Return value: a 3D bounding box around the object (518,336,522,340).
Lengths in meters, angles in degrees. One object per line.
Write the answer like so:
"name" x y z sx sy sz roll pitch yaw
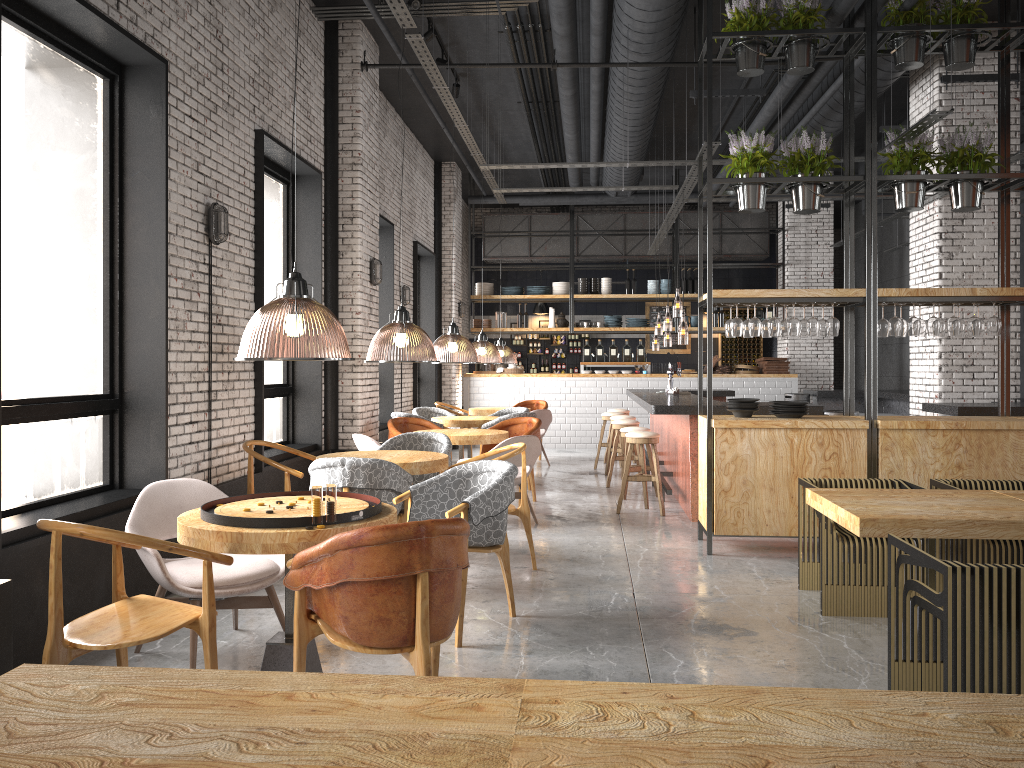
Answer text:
"object" 0.175 -1.018 19.464 0.071 0.083 0.071 0 1 30

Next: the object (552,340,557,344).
"object" 0.937 -0.919 19.413 0.089 0.108 0.107 0 1 -35

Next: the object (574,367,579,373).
"object" 1.405 -0.306 19.379 0.100 0.139 0.088 0 0 6

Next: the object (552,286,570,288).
"object" 0.912 -1.779 16.422 0.334 0.043 0.335 0 1 -11

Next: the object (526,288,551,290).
"object" 0.493 -1.738 16.459 0.454 0.037 0.454 -1 2 -41

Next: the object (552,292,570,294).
"object" 0.913 -1.666 16.423 0.335 0.046 0.334 0 1 -14

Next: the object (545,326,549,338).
"object" 0.764 -1.141 19.432 0.079 0.281 0.079 0 0 -16

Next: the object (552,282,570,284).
"object" 0.913 -1.856 16.423 0.335 0.039 0.335 0 1 -21

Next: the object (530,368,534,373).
"object" 0.436 -0.293 19.443 0.076 0.111 0.076 0 0 -20

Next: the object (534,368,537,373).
"object" 0.517 -0.293 19.437 0.076 0.111 0.076 0 0 10

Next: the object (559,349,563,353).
"object" 1.070 -0.723 19.414 0.090 0.101 0.111 0 1 -29

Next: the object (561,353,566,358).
"object" 1.128 -0.627 19.399 0.092 0.112 0.100 0 1 -9

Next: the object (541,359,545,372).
"object" 0.674 -0.401 19.438 0.079 0.281 0.079 0 0 14

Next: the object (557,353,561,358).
"object" 1.027 -0.622 19.418 0.090 0.101 0.111 0 1 -29

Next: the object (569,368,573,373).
"object" 1.291 -0.291 19.368 0.076 0.111 0.076 0 0 -30

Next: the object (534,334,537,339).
"object" 0.518 -1.057 19.435 0.079 0.156 0.079 0 0 -10

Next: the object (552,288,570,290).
"object" 0.912 -1.744 16.422 0.334 0.040 0.335 -1 2 -40

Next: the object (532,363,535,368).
"object" 0.476 -0.404 19.442 0.076 0.111 0.076 0 0 0

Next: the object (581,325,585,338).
"object" 1.552 -1.140 19.363 0.079 0.281 0.079 0 0 -21

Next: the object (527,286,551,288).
"object" 0.493 -1.785 16.459 0.454 0.039 0.454 1 1 25

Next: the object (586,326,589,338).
"object" 1.646 -1.140 19.355 0.079 0.281 0.079 0 0 -1

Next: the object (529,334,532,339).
"object" 0.410 -1.057 19.444 0.079 0.156 0.079 0 0 35

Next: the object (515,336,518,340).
"object" 0.093 -1.018 19.471 0.071 0.083 0.071 0 0 -5

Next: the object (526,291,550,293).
"object" 0.492 -1.691 16.459 0.454 0.042 0.454 -1 1 -35

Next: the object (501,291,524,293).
"object" 0.005 -1.692 16.502 0.454 0.044 0.454 0 1 0

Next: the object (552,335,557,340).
"object" 0.934 -1.022 19.412 0.092 0.112 0.100 0 1 -9

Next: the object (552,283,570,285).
"object" 0.912 -1.837 16.422 0.334 0.039 0.335 0 1 -20

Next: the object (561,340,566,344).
"object" 1.130 -0.918 19.396 0.092 0.108 0.105 0 1 16

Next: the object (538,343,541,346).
"object" 0.599 -0.862 19.427 0.071 0.083 0.071 0 0 -5

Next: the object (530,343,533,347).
"object" 0.420 -0.863 19.443 0.071 0.083 0.071 0 1 30

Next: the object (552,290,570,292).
"object" 0.912 -1.705 16.422 0.334 0.040 0.335 -1 1 -31

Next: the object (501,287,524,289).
"object" 0.005 -1.763 16.502 0.454 0.047 0.454 0 1 2

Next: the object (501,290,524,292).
"object" 0.007 -1.716 16.502 0.454 0.038 0.454 0 1 -18

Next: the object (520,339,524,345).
"object" 0.222 -0.921 19.462 0.076 0.111 0.076 0 0 0

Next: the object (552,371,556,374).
"object" 0.930 -0.248 19.412 0.092 0.112 0.100 0 1 -9

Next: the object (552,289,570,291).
"object" 0.912 -1.724 16.423 0.335 0.039 0.335 -1 1 -29

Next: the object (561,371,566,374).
"object" 1.132 -0.246 19.395 0.089 0.108 0.107 0 1 -35

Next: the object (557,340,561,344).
"object" 1.035 -0.921 19.403 0.092 0.112 0.100 0 1 -9

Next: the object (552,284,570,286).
"object" 0.912 -1.818 16.423 0.335 0.044 0.334 -1 1 -24

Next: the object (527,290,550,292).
"object" 0.493 -1.715 16.459 0.454 0.038 0.454 0 1 6

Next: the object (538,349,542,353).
"object" 0.612 -0.729 19.441 0.092 0.108 0.105 0 1 16

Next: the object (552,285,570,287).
"object" 0.912 -1.798 16.423 0.335 0.041 0.334 -1 1 -26

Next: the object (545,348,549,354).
"object" 0.770 -0.722 19.435 0.100 0.139 0.088 0 0 6

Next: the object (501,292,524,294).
"object" 0.006 -1.669 16.502 0.454 0.043 0.454 0 1 8

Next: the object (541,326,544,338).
"object" 0.671 -1.142 19.440 0.079 0.281 0.079 0 0 9

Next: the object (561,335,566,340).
"object" 1.130 -1.020 19.396 0.092 0.108 0.105 0 1 16

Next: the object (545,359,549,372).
"object" 0.769 -0.400 19.430 0.079 0.281 0.079 0 0 -26

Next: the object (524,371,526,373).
"object" 0.251 -0.244 19.486 0.090 0.101 0.111 0 1 -29

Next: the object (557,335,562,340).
"object" 1.039 -1.020 19.403 0.089 0.108 0.106 0 1 -35

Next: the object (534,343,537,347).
"object" 0.513 -0.863 19.435 0.071 0.083 0.071 0 0 -5

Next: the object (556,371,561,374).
"object" 1.025 -0.246 19.405 0.092 0.108 0.105 0 1 16

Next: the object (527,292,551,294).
"object" 0.494 -1.668 16.460 0.454 0.045 0.454 0 1 -20

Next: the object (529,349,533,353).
"object" 0.415 -0.731 19.457 0.092 0.112 0.100 0 1 -9

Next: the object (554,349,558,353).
"object" 0.971 -0.723 19.422 0.090 0.101 0.111 0 1 -29

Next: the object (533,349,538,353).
"object" 0.521 -0.729 19.449 0.089 0.108 0.107 0 1 -35

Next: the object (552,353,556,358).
"object" 0.914 -0.627 19.418 0.119 0.111 0.085 0 1 -26

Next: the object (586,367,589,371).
"object" 1.648 -0.399 19.355 0.079 0.281 0.079 0 0 9
